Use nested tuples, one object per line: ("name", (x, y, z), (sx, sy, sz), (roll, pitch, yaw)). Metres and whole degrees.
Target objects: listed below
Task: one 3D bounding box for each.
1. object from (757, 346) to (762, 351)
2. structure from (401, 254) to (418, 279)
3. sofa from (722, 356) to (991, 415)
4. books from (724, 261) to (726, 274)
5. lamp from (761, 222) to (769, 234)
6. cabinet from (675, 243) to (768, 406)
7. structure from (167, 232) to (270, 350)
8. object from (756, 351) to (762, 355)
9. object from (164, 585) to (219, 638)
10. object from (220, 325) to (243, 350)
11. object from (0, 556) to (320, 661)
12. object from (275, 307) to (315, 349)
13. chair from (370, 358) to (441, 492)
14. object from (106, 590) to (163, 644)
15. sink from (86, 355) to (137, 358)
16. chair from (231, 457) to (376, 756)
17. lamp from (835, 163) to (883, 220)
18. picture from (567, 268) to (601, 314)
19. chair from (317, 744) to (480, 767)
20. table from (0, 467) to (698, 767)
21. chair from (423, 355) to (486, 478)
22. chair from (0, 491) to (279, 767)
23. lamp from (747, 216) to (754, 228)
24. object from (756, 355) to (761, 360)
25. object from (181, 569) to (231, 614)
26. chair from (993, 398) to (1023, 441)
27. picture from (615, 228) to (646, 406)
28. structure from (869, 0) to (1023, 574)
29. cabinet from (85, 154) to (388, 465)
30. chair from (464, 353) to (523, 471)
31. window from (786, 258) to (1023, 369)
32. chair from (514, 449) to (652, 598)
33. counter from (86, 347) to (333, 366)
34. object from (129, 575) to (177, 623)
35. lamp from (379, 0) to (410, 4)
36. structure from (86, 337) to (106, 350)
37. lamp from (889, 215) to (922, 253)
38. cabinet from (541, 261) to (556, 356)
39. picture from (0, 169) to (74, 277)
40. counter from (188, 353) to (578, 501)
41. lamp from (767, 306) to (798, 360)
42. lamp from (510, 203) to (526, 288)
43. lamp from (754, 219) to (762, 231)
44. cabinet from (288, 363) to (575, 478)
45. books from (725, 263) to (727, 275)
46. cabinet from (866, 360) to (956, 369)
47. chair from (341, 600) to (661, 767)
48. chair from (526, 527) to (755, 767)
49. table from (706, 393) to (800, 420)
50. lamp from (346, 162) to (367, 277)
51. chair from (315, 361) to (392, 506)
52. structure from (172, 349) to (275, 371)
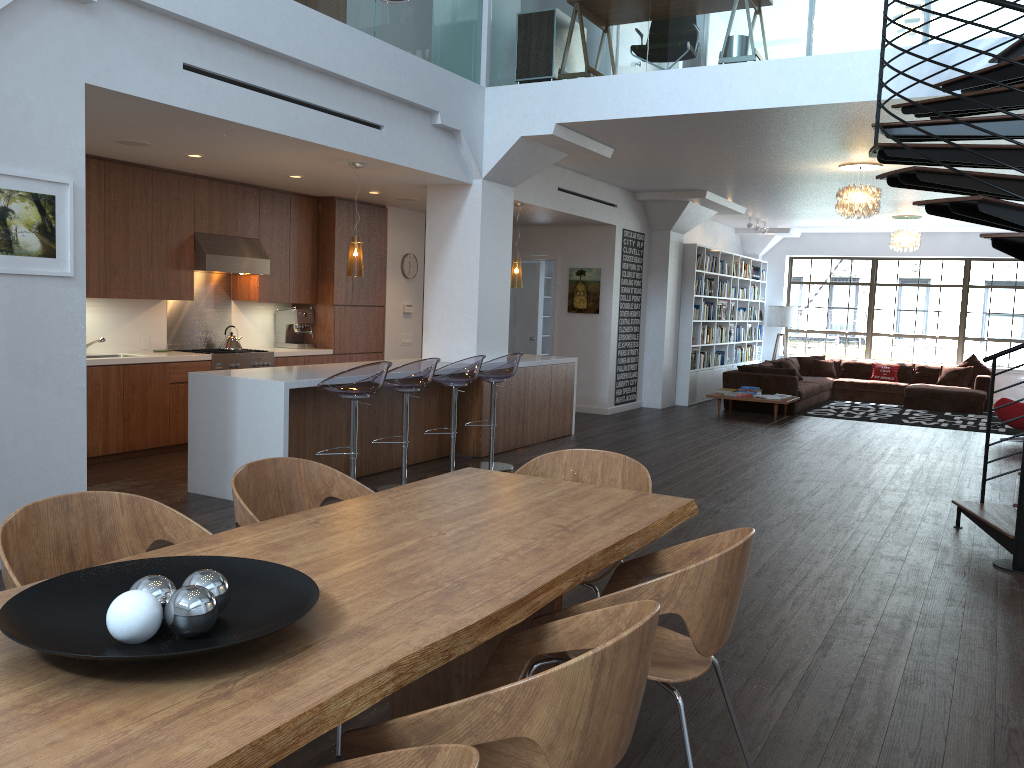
("object", (4.582, -0.688, 17.011), (0.316, 0.088, 0.410), (5, 6, 29))
("structure", (-1.234, -1.419, 10.682), (0.040, 0.300, 0.300), (5, 6, 29))
("sofa", (5.606, 0.041, 14.061), (3.481, 0.664, 4.197), (5, 6, 29))
("books", (3.439, -1.916, 14.635), (0.158, 0.226, 0.052), (5, 6, 29))
("lamp", (4.354, -2.688, 15.270), (0.120, 0.211, 0.111), (2, 5, 3))
("cabinet", (3.564, -1.022, 15.241), (0.461, 2.414, 4.500), (5, 6, 29))
("structure", (-2.837, -0.874, 8.604), (0.529, 1.110, 0.811), (5, 6, 29))
("object", (4.585, -0.600, 17.016), (0.331, 0.088, 0.410), (5, 6, 29))
("object", (-0.620, 0.440, 1.715), (0.100, 0.100, 0.100), (1, 5, -16))
("object", (-2.812, -0.470, 8.892), (0.222, 0.235, 0.222), (3, 5, 4))
("object", (-0.689, 0.459, 1.775), (0.592, 0.066, 0.592), (1, 5, -13))
("object", (-2.306, -0.609, 9.631), (0.439, 0.455, 0.284), (5, 6, 29))
("chair", (-0.794, 0.296, 6.584), (0.481, 1.014, 0.530), (5, 6, 27))
("object", (-0.715, 0.441, 1.681), (0.100, 0.100, 0.100), (1, 5, -16))
("sink", (-3.465, -0.156, 7.473), (0.440, 0.137, 0.740), (5, 6, 29))
("chair", (-0.665, 0.707, 3.119), (0.618, 0.833, 0.629), (5, 6, 27))
("lamp", (3.617, -2.000, 9.249), (0.442, 0.539, 0.441), (0, 5, -19))
("picture", (0.964, -1.248, 11.862), (0.450, 0.600, 0.030), (5, 6, 29))
("chair", (-0.362, 0.892, 1.202), (0.618, 0.833, 0.629), (5, 6, 29))
("table", (-0.706, 0.866, 1.807), (1.012, 0.750, 3.803), (5, 6, 29))
("chair", (-0.471, 0.258, 7.133), (0.481, 1.014, 0.530), (5, 6, 27))
("chair", (-1.058, 0.753, 2.446), (0.618, 0.833, 0.629), (5, 6, 29))
("lamp", (3.858, -2.626, 14.376), (0.120, 0.211, 0.111), (0, 6, -27))
("object", (4.582, -0.512, 17.023), (0.331, 0.088, 0.410), (5, 6, 29))
("object", (-0.628, 0.430, 1.816), (0.100, 0.100, 0.100), (1, 5, -16))
("chair", (6.323, 0.194, 10.775), (0.798, 1.006, 0.801), (-2, 6, -36))
("picture", (1.634, -0.911, 12.259), (0.021, 2.380, 0.800), (5, 6, 29))
("structure", (3.072, -1.089, 5.008), (1.998, 4.352, 1.998), (1, 5, -10))
("cabinet", (-3.029, -0.680, 8.205), (0.598, 2.499, 5.299), (5, 6, 29))
("chair", (-0.166, 0.220, 7.683), (0.481, 1.014, 0.530), (5, 6, 31))
("window", (7.484, -1.349, 16.412), (4.648, 1.905, 0.114), (5, 6, 29))
("chair", (0.226, 0.708, 3.485), (0.629, 0.833, 0.618), (4, 6, 24))
("counter", (-3.265, -0.239, 7.843), (0.600, 0.050, 4.387), (5, 6, 29))
("object", (-0.723, 0.435, 1.784), (0.100, 0.100, 0.100), (1, 5, -16))
("lamp", (-0.448, -1.990, 1.829), (0.849, 2.140, 1.787), (5, 6, 28))
("structure", (-3.580, -0.327, 7.549), (0.263, 0.155, 0.064), (3, 5, 12))
("lamp", (6.066, -2.306, 13.667), (0.442, 0.539, 0.441), (0, 5, -19))
("cabinet", (0.160, -1.328, 13.998), (0.527, 2.991, 2.630), (5, 6, 29))
("picture", (-2.433, -0.801, 4.444), (0.018, 0.500, 0.500), (5, 6, 29))
("counter", (-0.781, 0.408, 6.230), (3.039, 0.860, 8.182), (2, 5, -1))
("lamp", (5.160, -0.705, 17.047), (0.545, 1.579, 0.545), (4, 5, 18))
("lamp", (0.059, -1.487, 9.548), (0.149, 0.900, 0.149), (1, 5, -16))
("lamp", (4.103, -2.657, 14.818), (0.120, 0.211, 0.111), (1, 5, -12))
("cabinet", (-0.795, 0.263, 8.089), (0.898, 0.796, 4.493), (5, 6, 29))
("books", (3.489, -1.904, 14.710), (0.139, 0.191, 0.036), (5, 6, 29))
("cabinet", (7.174, -0.059, 16.050), (1.520, 0.625, 0.350), (5, 6, 29))
("chair", (-0.009, 0.844, 1.878), (0.618, 0.833, 0.629), (5, 6, 30))
("chair", (0.368, 0.797, 2.545), (0.617, 0.830, 0.629), (5, 6, 29))
("table", (3.369, 0.303, 12.414), (1.100, 0.271, 0.853), (5, 6, 29))
("lamp", (0.010, -1.771, 7.631), (2.842, 1.807, 0.149), (0, 6, -22))
("chair", (-1.076, 0.336, 6.019), (0.481, 1.014, 0.530), (5, 6, 31))
("structure", (-2.817, 0.130, 8.663), (0.662, 0.919, 0.811), (5, 6, 29))
